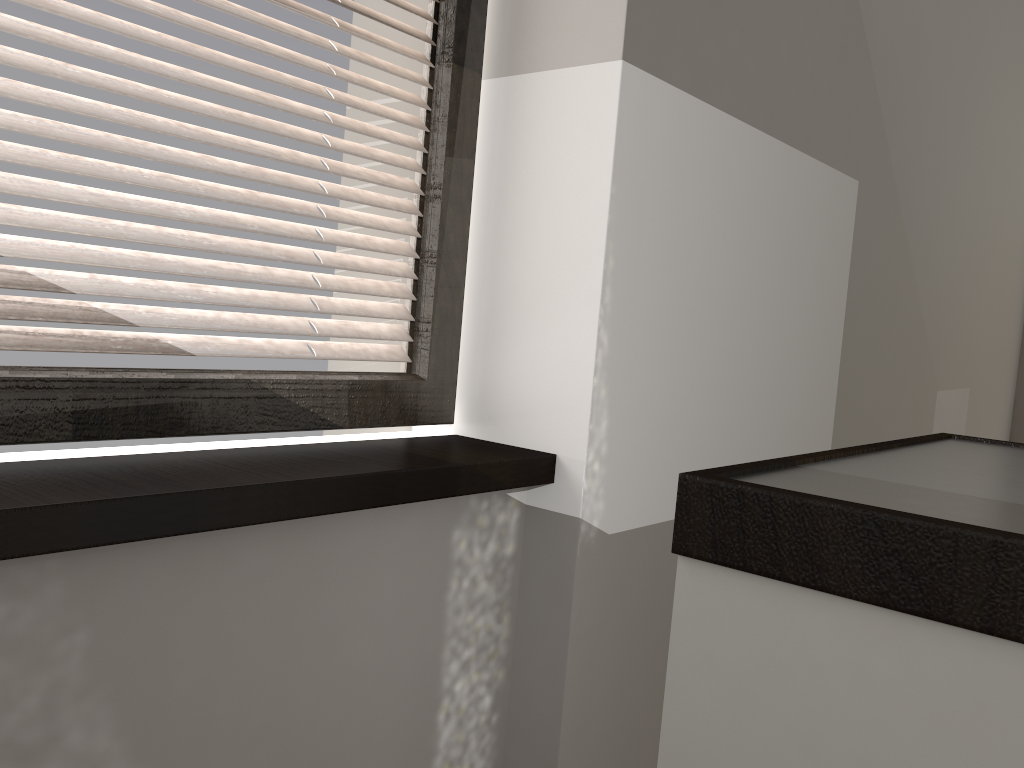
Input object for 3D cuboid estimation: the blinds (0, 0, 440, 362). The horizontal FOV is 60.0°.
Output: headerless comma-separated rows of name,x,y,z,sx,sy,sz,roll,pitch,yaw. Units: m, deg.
blinds,-4.341,-3.477,0.544,9.030,12.704,16.000,4,4,-11
